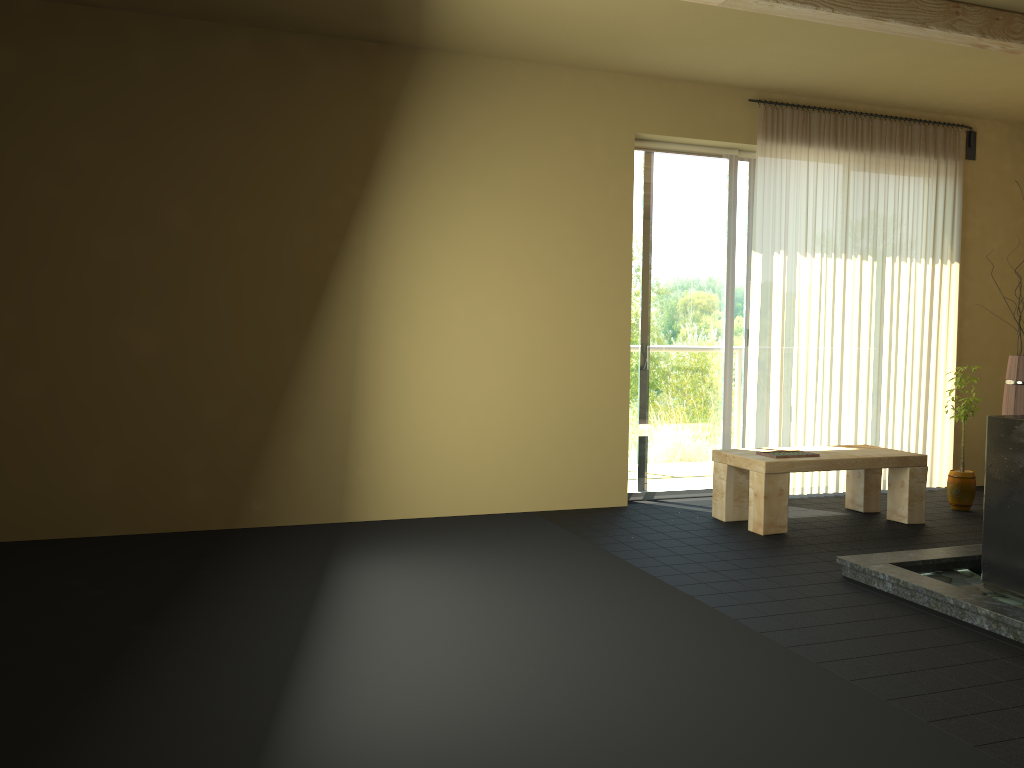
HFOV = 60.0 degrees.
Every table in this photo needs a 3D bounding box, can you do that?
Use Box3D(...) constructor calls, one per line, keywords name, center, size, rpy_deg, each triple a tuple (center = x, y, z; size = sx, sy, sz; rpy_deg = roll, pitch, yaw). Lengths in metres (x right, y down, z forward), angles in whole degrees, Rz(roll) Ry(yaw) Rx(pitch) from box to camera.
Box3D(name="table", center=(1.792, 0.599, 5.185), size=(1.124, 0.400, 0.513), rpy_deg=(0, 3, -20))

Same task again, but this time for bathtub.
Box3D(name="bathtub", center=(3.168, 0.279, 3.575), size=(2.132, 1.161, 1.068), rpy_deg=(0, 3, -20))

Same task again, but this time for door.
Box3D(name="door", center=(1.158, -0.395, 5.847), size=(1.037, 2.332, 0.063), rpy_deg=(0, 2, -21))

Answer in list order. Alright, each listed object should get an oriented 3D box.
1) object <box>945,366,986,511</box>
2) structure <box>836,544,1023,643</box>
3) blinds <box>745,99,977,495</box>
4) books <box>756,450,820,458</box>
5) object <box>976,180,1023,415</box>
Box3D(name="object", center=(2.841, 0.327, 5.592), size=(0.242, 0.929, 0.266), rpy_deg=(2, 2, 18))
Box3D(name="structure", center=(3.580, 1.023, 3.723), size=(3.800, 0.635, 1.973), rpy_deg=(0, 3, -20))
Box3D(name="blinds", center=(2.411, -0.548, 6.059), size=(1.944, 2.578, 0.064), rpy_deg=(0, 2, -21))
Box3D(name="books", center=(1.559, 0.397, 5.016), size=(0.294, 0.014, 0.182), rpy_deg=(0, 3, -20))
Box3D(name="object", center=(3.263, -0.295, 5.774), size=(0.468, 2.179, 0.463), rpy_deg=(2, 3, 31))
